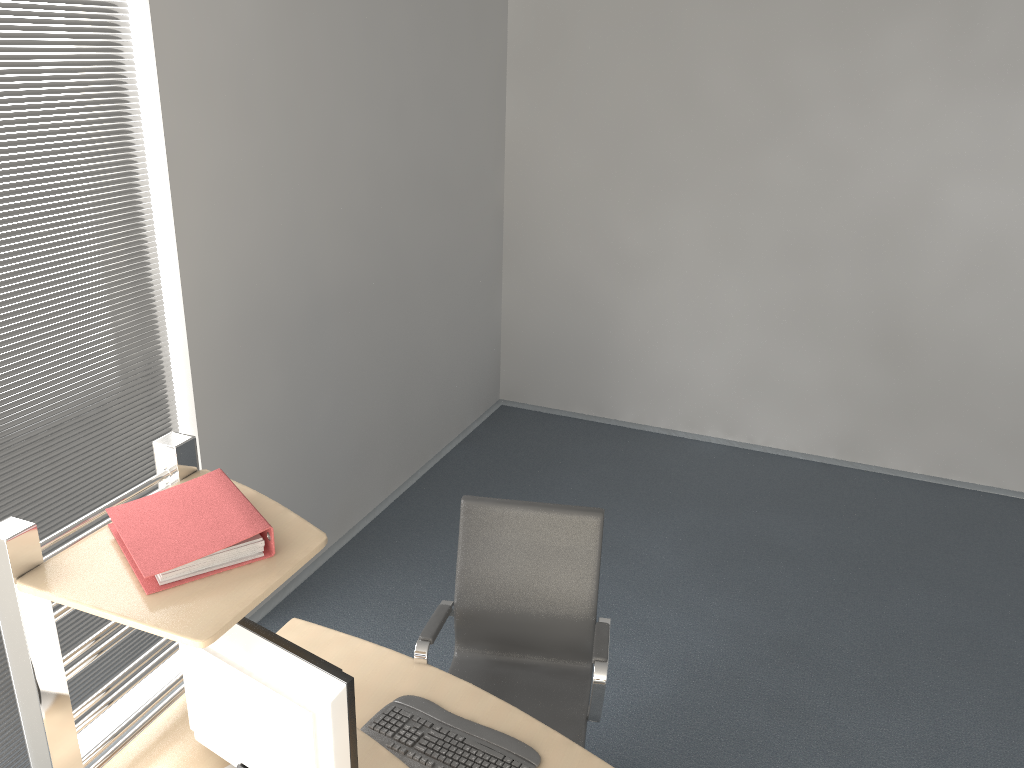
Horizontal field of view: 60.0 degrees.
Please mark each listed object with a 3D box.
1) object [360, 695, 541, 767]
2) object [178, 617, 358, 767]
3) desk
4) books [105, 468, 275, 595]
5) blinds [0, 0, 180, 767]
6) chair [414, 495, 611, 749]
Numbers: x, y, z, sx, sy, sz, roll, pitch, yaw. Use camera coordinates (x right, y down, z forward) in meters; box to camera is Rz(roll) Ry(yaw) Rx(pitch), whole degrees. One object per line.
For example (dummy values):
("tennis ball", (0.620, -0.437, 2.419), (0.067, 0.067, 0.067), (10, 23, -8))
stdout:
("object", (-0.309, 1.072, 2.136), (0.478, 0.082, 0.814), (13, 24, 27))
("object", (-0.582, 0.739, 1.929), (0.516, 0.418, 0.245), (21, 28, 40))
("desk", (-0.215, 0.985, 2.198), (1.469, 1.566, 0.967), (10, 23, 20))
("books", (-0.696, 0.304, 1.904), (0.262, 0.072, 0.320), (-13, 26, -33))
("blinds", (-1.678, 0.088, 2.496), (0.022, 2.770, 1.950), (10, 23, 20))
("chair", (0.012, 0.998, 2.897), (0.584, 1.048, 0.652), (4, 21, 7))
